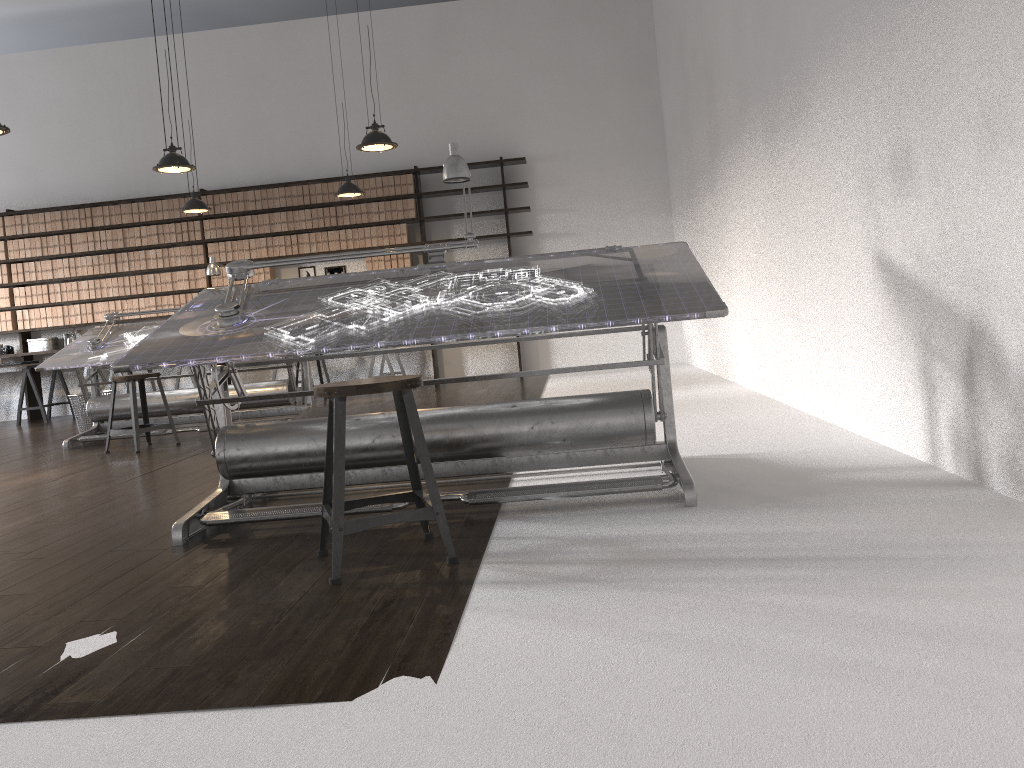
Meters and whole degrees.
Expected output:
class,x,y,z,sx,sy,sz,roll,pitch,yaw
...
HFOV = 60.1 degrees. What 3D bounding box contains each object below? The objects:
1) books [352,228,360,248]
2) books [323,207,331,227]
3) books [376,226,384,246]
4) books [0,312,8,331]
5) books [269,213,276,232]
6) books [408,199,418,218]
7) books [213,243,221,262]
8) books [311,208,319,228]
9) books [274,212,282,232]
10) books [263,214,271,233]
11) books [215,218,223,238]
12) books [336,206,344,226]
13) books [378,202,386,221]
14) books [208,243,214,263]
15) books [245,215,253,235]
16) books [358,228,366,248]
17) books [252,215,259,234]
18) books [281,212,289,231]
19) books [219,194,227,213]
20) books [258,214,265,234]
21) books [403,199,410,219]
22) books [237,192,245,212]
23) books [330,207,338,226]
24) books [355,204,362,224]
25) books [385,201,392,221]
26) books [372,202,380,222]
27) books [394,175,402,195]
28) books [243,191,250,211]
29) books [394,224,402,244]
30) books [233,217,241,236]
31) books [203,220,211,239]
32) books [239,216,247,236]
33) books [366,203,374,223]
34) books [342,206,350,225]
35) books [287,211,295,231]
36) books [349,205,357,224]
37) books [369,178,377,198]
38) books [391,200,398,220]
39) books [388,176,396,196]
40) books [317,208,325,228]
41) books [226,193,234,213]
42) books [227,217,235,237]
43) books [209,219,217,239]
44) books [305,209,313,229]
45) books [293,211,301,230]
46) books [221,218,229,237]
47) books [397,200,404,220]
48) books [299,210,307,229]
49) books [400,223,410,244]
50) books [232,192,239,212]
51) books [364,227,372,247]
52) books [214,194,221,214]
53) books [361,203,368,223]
class,x,y,z,sx,sy,sz,roll,pitch,yaw
books,-1.757,-1.648,10.080,0.066,0.225,0.175,-5,2,4
books,-2.084,-1.889,10.095,0.066,0.225,0.175,-5,2,4
books,-1.484,-1.672,10.059,0.066,0.225,0.175,-5,2,4
books,-5.905,-0.733,10.379,0.066,0.225,0.175,-5,2,4
books,-2.709,-1.833,10.136,0.066,0.225,0.175,-5,2,4
books,-1.119,-1.974,10.025,0.066,0.225,0.175,-5,2,4
books,-3.364,-1.505,10.183,0.067,0.225,0.175,-5,2,4
books,-2.222,-1.876,10.098,0.067,0.225,0.175,-5,2,4
books,-2.646,-1.839,10.130,0.066,0.225,0.175,-5,2,4
books,-2.775,-1.827,10.136,0.067,0.225,0.175,-5,2,4
books,-3.330,-1.778,10.174,0.067,0.225,0.175,-5,2,4
books,-1.936,-1.902,10.085,0.066,0.225,0.175,-5,2,4
books,-1.457,-1.944,10.047,0.067,0.225,0.175,-5,2,4
books,-3.426,-1.500,10.192,0.066,0.225,0.175,-5,2,4
books,-2.983,-1.809,10.152,0.066,0.225,0.175,-5,2,4
books,-1.688,-1.654,10.074,0.066,0.225,0.175,-5,2,4
books,-2.913,-1.815,10.151,0.066,0.225,0.175,-5,2,4
books,-2.575,-1.845,10.123,0.067,0.225,0.175,-5,2,4
books,-3.282,-2.060,10.165,0.066,0.225,0.175,-5,2,4
books,-2.842,-1.822,10.147,0.066,0.225,0.175,-5,2,4
books,-1.182,-1.968,10.031,0.066,0.225,0.175,-5,2,4
books,-3.074,-2.078,10.149,0.067,0.225,0.175,-5,2,4
books,-2.010,-1.895,10.085,0.067,0.225,0.175,-5,2,4
books,-1.724,-1.920,10.070,0.066,0.225,0.175,-5,2,4
books,-1.387,-1.950,10.046,0.066,0.225,0.175,-5,2,4
books,-1.529,-1.937,10.054,0.066,0.225,0.175,-5,2,4
books,-1.276,-2.238,10.031,0.066,0.225,0.175,-5,2,4
books,-3.008,-2.085,10.149,0.066,0.225,0.175,-5,2,4
books,-1.280,-1.690,10.047,0.066,0.225,0.175,-5,2,4
books,-3.128,-1.796,10.161,0.067,0.225,0.175,-5,2,4
books,-3.474,-1.765,10.187,0.066,0.225,0.175,-5,2,4
books,-3.053,-1.803,10.162,0.066,0.225,0.175,-5,2,4
books,-1.591,-1.932,10.059,0.066,0.225,0.175,-5,2,4
books,-1.865,-1.908,10.075,0.066,0.225,0.175,-5,2,4
books,-2.504,-1.851,10.123,0.066,0.225,0.175,-5,2,4
books,-1.795,-1.914,10.075,0.066,0.225,0.175,-5,2,4
books,-1.557,-2.213,10.048,0.066,0.225,0.175,-5,2,4
books,-1.317,-1.957,10.043,0.066,0.225,0.175,-5,2,4
books,-1.351,-2.231,10.035,0.066,0.225,0.175,-5,2,4
books,-2.159,-1.882,10.098,0.066,0.225,0.175,-5,2,4
books,-3.211,-2.067,10.165,0.066,0.225,0.175,-5,2,4
books,-3.202,-1.790,10.172,0.066,0.225,0.175,-5,2,4
books,-3.402,-1.772,10.179,0.066,0.225,0.175,-5,2,4
books,-2.294,-1.870,10.103,0.066,0.225,0.175,-5,2,4
books,-2.435,-1.858,10.120,0.066,0.225,0.175,-5,2,4
books,-3.267,-1.784,10.174,0.066,0.225,0.175,-5,2,4
books,-1.248,-1.962,10.031,0.067,0.225,0.175,-5,2,4
books,-2.366,-1.863,10.111,0.066,0.225,0.175,-5,2,4
books,-1.210,-1.696,10.038,0.066,0.225,0.175,-5,2,4
books,-3.141,-2.073,10.160,0.066,0.225,0.175,-5,2,4
books,-1.619,-1.660,10.065,0.067,0.225,0.175,-5,2,4
books,-3.352,-2.054,10.175,0.066,0.225,0.175,-5,2,4
books,-1.658,-1.926,10.059,0.067,0.225,0.175,-5,2,4
